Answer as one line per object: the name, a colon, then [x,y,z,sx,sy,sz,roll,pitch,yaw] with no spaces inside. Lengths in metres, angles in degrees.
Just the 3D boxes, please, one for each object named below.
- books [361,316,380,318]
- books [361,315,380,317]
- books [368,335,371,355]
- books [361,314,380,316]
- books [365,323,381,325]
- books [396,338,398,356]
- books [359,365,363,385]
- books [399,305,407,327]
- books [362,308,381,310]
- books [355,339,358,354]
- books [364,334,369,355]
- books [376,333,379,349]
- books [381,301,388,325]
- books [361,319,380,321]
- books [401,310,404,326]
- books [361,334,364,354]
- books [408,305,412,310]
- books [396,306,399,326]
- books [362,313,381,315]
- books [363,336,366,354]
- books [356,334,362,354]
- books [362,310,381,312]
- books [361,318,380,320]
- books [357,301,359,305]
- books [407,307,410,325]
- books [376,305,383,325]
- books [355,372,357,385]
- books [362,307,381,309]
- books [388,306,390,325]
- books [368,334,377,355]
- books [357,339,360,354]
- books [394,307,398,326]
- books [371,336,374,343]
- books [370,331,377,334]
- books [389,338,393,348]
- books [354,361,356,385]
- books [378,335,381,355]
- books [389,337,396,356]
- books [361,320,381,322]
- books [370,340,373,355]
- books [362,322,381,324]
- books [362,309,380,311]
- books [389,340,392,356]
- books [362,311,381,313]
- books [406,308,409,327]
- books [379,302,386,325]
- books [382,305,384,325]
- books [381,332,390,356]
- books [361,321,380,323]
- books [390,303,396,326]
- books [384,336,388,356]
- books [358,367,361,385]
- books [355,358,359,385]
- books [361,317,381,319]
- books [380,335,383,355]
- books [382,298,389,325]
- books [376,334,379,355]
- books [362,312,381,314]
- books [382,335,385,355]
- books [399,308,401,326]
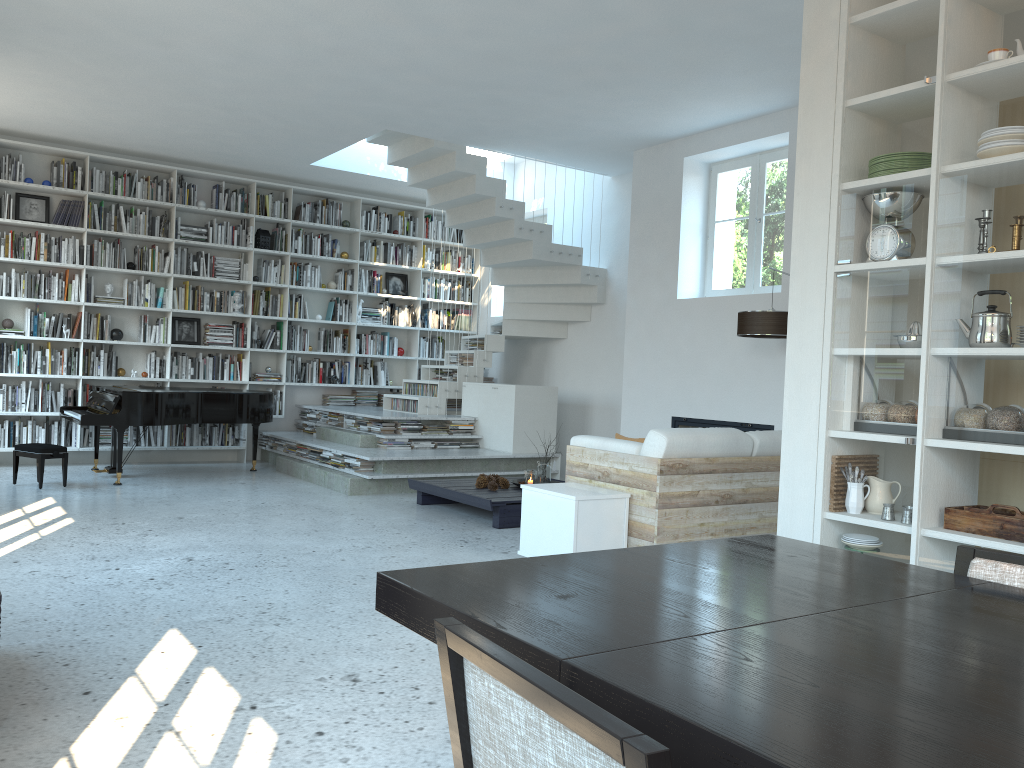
books: [-1.756,-0.813,10.786,0.254,0.012,0.161,2,1,-39]
books: [-1.762,-0.826,10.795,0.254,0.012,0.161,2,1,-34]
books: [-1.773,-0.475,10.796,0.026,0.239,0.177,2,1,-34]
books: [-1.754,-0.837,10.787,0.254,0.012,0.161,2,1,-29]
books: [-1.761,-0.728,10.787,0.285,0.012,0.159,2,1,-39]
books: [-1.467,-0.455,11.002,0.027,0.223,0.170,2,1,-34]
books: [-1.852,-0.113,10.755,0.015,0.243,0.156,2,1,-34]
books: [-1.363,-0.843,11.036,0.021,0.271,0.191,2,1,-34]
books: [-1.754,-0.910,10.791,0.285,0.012,0.159,2,1,-36]
books: [-1.908,-0.453,10.702,0.023,0.186,0.159,2,1,-34]
books: [-1.794,-0.479,10.763,0.045,0.246,0.185,2,1,-34]
books: [-1.672,-0.487,10.863,0.011,0.272,0.152,2,1,-34]
books: [-1.572,-0.865,10.891,0.011,0.300,0.184,2,1,-34]
books: [-1.760,-0.777,10.788,0.254,0.012,0.161,2,1,-30]
books: [-1.397,-0.815,11.044,0.025,0.213,0.155,2,1,-34]
books: [-1.840,-0.481,10.753,0.024,0.247,0.143,2,1,-34]
books: [-1.266,-0.846,11.142,0.029,0.284,0.138,2,1,-34]
books: [-1.448,-0.836,11.019,0.031,0.250,0.133,2,1,-34]
books: [-1.755,-0.850,10.790,0.285,0.012,0.159,2,1,-37]
books: [-1.819,-0.468,10.753,0.011,0.223,0.162,2,1,-34]
books: [-1.863,-0.480,10.724,0.047,0.244,0.177,2,1,-34]
books: [-1.755,-0.886,10.792,0.285,0.012,0.159,2,1,-32]
books: [-1.762,-0.789,10.792,0.254,0.012,0.161,2,1,-32]
books: [-1.898,-0.861,10.703,0.028,0.267,0.137,2,1,-34]
books: [-1.321,-0.833,11.086,0.024,0.255,0.145,2,1,-34]
books: [-1.627,-0.844,10.874,0.012,0.254,0.161,2,1,-34]
books: [-1.915,-0.101,10.740,0.033,0.213,0.140,2,1,-34]
books: [-1.753,-0.922,10.791,0.285,0.012,0.159,2,1,-32]
books: [-1.552,-0.833,10.914,0.030,0.236,0.179,2,1,-34]
books: [-1.704,-0.480,10.812,0.028,0.255,0.191,2,1,-34]
books: [-1.888,-0.451,10.712,0.022,0.184,0.162,2,1,-34]
books: [-1.464,-0.832,10.986,0.031,0.242,0.147,2,1,-34]
books: [-1.734,-0.468,10.820,0.012,0.229,0.179,2,1,-34]
books: [-1.698,-0.502,10.841,0.013,0.299,0.147,2,1,-34]
books: [-1.519,-0.455,10.977,0.037,0.218,0.139,2,1,-34]
books: [-1.926,-0.138,10.717,0.015,0.287,0.138,2,1,-34]
books: [-1.658,-0.474,10.877,0.026,0.246,0.165,2,1,-34]
books: [-1.488,-0.462,10.986,0.025,0.235,0.181,2,1,-34]
books: [-1.759,-0.764,10.786,0.285,0.012,0.159,2,1,-29]
books: [-1.746,-0.445,10.801,0.027,0.182,0.186,2,1,-34]
books: [-1.762,-0.740,10.789,0.285,0.012,0.159,2,1,-30]
books: [-1.754,-0.898,10.791,0.254,0.012,0.161,2,1,-32]
books: [-1.538,-0.447,10.945,0.030,0.201,0.189,2,1,-34]
books: [-1.752,-0.873,10.786,0.285,0.012,0.159,2,1,-39]
books: [-1.340,-0.826,11.056,0.041,0.239,0.176,2,1,-34]
books: [-1.597,-0.859,10.906,0.012,0.285,0.159,2,1,-34]
books: [-1.623,-0.841,10.898,0.023,0.247,0.138,2,1,-34]
books: [-1.565,-0.492,10.920,0.026,0.290,0.181,2,1,-34]
books: [-1.761,-0.752,10.789,0.254,0.012,0.161,2,1,-38]
books: [-1.505,-0.854,10.950,0.059,0.282,0.167,2,1,-34]
books: [-1.585,-0.470,10.904,0.023,0.244,0.189,2,1,-34]
books: [-1.874,-0.100,10.753,0.023,0.214,0.163,2,1,-34]
books: [-1.893,-0.157,10.751,0.013,0.327,0.130,2,1,-34]
books: [-1.761,-0.801,10.792,0.285,0.012,0.159,2,1,-36]
books: [-1.630,-0.474,10.872,0.014,0.249,0.177,2,1,-34]
books: [-1.562,-0.884,10.895,0.010,0.339,0.180,2,1,-34]
books: [-1.679,-0.482,10.834,0.012,0.262,0.186,2,1,-34]
books: [-1.756,-0.862,10.792,0.285,0.012,0.159,2,1,-32]
books: [-1.613,-0.476,10.914,0.012,0.254,0.161,2,1,-34]
books: [-1.423,-0.828,11.034,0.028,0.235,0.129,2,1,-34]
